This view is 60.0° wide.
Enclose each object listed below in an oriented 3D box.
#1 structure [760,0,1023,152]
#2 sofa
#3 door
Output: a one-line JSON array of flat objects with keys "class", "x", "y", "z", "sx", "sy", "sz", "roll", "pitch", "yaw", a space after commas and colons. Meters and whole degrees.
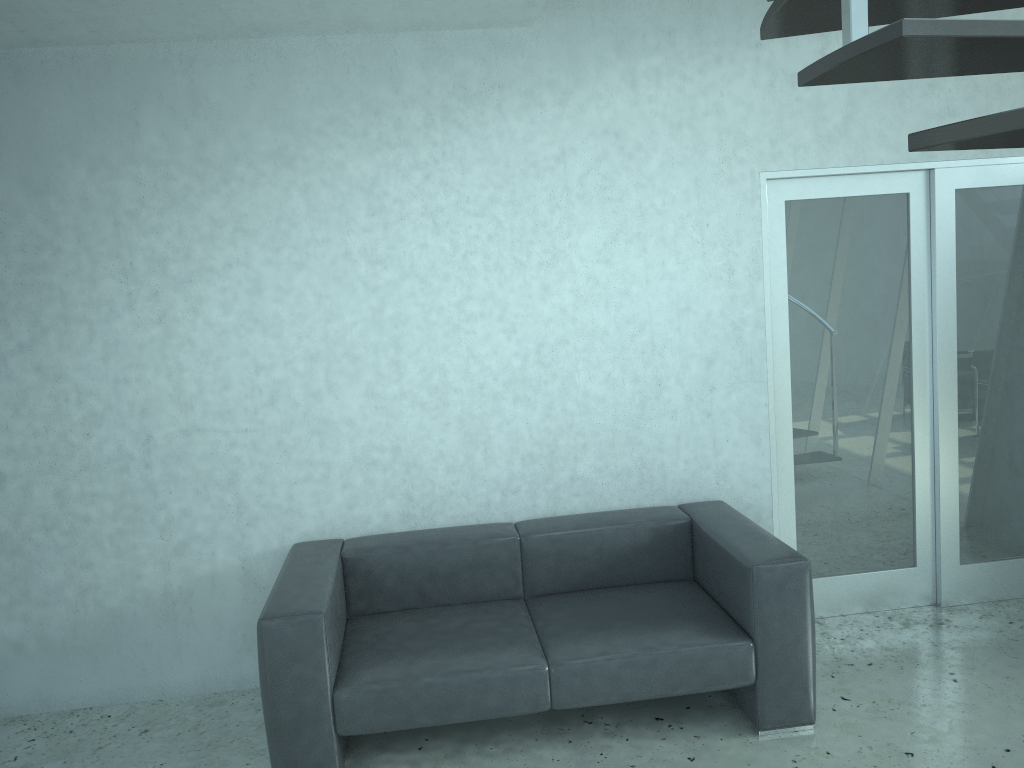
[{"class": "structure", "x": 1.672, "y": -0.721, "z": 2.160, "sx": 2.655, "sy": 4.156, "sz": 3.780, "roll": -5, "pitch": 7, "yaw": -6}, {"class": "sofa", "x": 0.081, "y": 0.972, "z": 3.584, "sx": 2.025, "sy": 0.652, "sz": 0.943, "roll": -5, "pitch": 7, "yaw": -6}, {"class": "door", "x": 2.453, "y": -0.395, "z": 4.703, "sx": 1.162, "sy": 3.200, "sz": 2.576, "roll": 2, "pitch": 9, "yaw": 41}]
